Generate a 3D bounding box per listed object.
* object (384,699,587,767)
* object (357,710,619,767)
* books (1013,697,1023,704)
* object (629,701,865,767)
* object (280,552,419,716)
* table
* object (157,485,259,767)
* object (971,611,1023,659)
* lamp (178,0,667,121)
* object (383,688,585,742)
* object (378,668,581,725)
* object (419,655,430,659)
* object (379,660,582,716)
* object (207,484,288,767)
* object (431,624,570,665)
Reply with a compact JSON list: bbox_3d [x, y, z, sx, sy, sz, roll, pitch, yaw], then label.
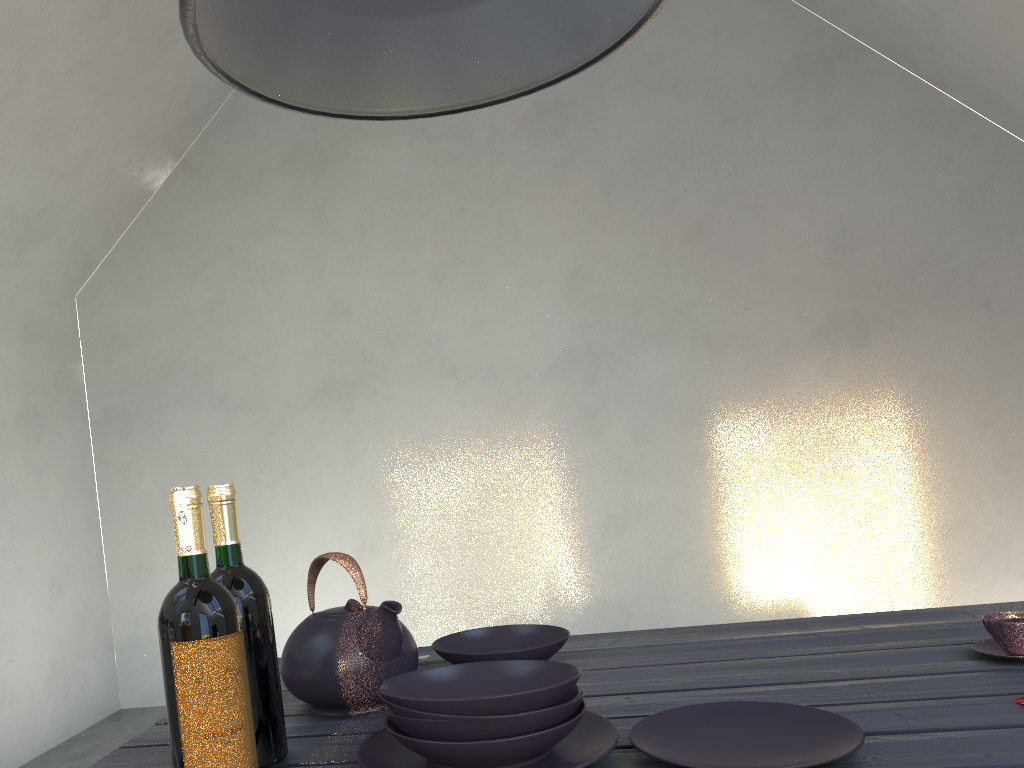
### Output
[{"bbox_3d":[-0.029,0.394,0.994,0.215,0.047,0.245,-1,-7,-43],"label":"object"},{"bbox_3d":[-0.028,0.415,0.994,0.315,0.024,0.277,-10,-7,37],"label":"object"},{"bbox_3d":[0.742,0.321,0.902,0.212,0.030,0.321,-3,-6,-27],"label":"books"},{"bbox_3d":[0.246,0.380,0.933,0.241,0.019,0.229,-7,-5,10],"label":"object"},{"bbox_3d":[-0.250,0.372,1.332,0.223,0.232,0.208,-7,-3,8],"label":"object"},{"bbox_3d":[0.238,0.782,0.844,1.534,0.795,1.582,-7,-5,6],"label":"table"},{"bbox_3d":[-0.340,0.284,0.960,0.097,0.344,0.085,-8,-2,44],"label":"object"},{"bbox_3d":[0.688,0.340,1.185,0.120,0.056,0.113,-7,-5,13],"label":"object"},{"bbox_3d":[-0.137,-0.862,0.779,0.438,1.094,0.425,-7,-2,6],"label":"lamp"},{"bbox_3d":[-0.030,0.379,0.996,0.236,0.063,0.223,-7,-5,10],"label":"object"},{"bbox_3d":[-0.036,0.367,0.995,0.235,0.063,0.224,-7,-5,10],"label":"object"},{"bbox_3d":[-0.204,0.489,1.554,0.138,0.013,0.026,-8,-5,20],"label":"object"},{"bbox_3d":[-0.034,0.354,0.989,0.233,0.058,0.226,-7,-5,6],"label":"object"},{"bbox_3d":[-0.343,0.296,1.089,0.097,0.344,0.085,-8,-2,39],"label":"object"},{"bbox_3d":[-0.017,0.443,1.445,0.215,0.047,0.245,-1,-7,-43],"label":"object"}]
